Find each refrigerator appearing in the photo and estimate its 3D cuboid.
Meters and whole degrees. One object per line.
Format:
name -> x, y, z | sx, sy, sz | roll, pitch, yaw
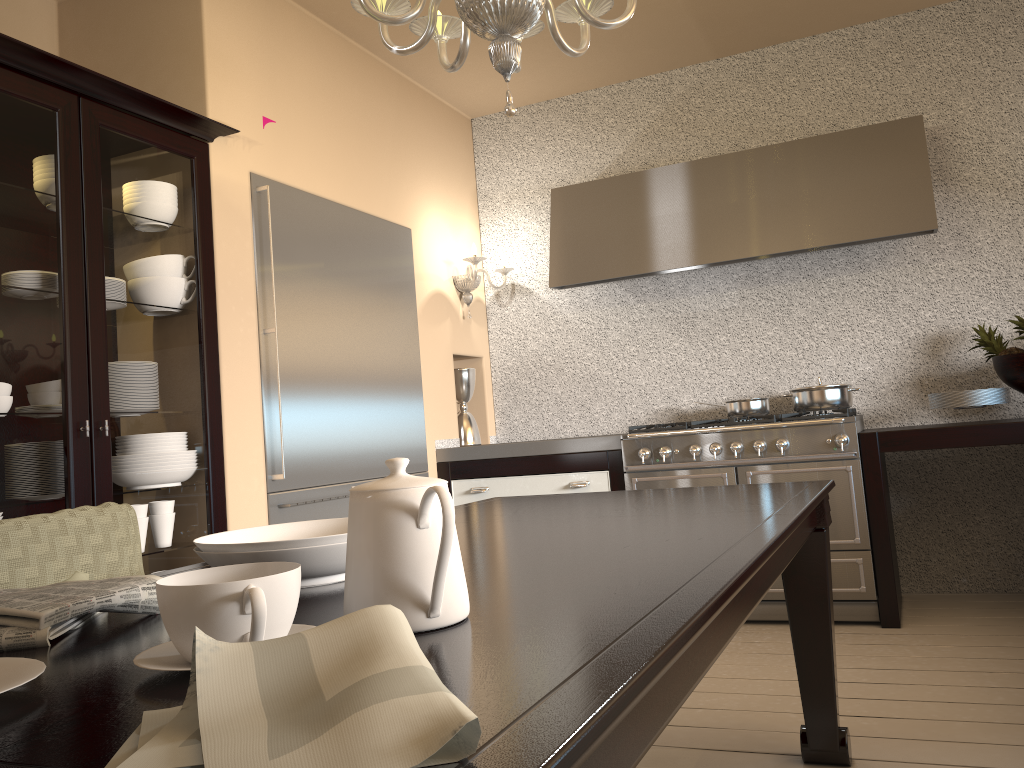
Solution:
refrigerator -> -0.909, 0.161, 3.665 | 0.740, 1.740, 1.101 | -7, -5, 24

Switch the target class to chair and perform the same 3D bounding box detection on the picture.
chair -> -0.721, 0.622, 1.528 | 0.560, 0.804, 0.563 | -7, -6, 30

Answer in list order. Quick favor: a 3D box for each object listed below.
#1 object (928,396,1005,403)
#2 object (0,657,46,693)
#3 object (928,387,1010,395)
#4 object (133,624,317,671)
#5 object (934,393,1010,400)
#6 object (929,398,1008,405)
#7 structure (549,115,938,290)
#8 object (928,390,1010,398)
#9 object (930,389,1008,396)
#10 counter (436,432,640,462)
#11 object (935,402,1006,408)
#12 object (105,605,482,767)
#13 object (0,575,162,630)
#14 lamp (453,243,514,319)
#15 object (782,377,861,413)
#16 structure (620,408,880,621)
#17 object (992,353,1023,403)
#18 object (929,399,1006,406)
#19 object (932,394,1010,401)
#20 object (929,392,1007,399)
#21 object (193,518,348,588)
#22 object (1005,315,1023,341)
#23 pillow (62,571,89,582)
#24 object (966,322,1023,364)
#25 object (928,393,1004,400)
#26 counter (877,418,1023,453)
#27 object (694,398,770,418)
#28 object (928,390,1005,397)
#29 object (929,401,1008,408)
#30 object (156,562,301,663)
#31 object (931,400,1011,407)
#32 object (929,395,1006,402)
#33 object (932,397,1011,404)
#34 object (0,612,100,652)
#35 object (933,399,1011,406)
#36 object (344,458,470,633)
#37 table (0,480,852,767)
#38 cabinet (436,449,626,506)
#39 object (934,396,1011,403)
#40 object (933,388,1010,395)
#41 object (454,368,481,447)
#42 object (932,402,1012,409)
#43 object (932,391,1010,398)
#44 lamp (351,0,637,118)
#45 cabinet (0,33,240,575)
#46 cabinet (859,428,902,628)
object -> 1.739, 0.063, 3.374 | 0.278, 0.011, 0.278 | -5, -3, 11
object -> -0.458, 0.237, 0.662 | 0.194, 0.014, 0.194 | -5, -3, 0
object -> 1.738, 0.031, 3.376 | 0.278, 0.011, 0.278 | -5, -3, 11
object -> -0.232, 0.224, 0.740 | 0.154, 0.012, 0.153 | -4, -4, -15
object -> 1.739, 0.054, 3.374 | 0.278, 0.011, 0.278 | -5, -3, 11
object -> 1.740, 0.071, 3.372 | 0.278, 0.011, 0.278 | -5, -3, 11
structure -> 1.001, -0.780, 4.057 | 1.659, 0.512, 0.479 | -6, -5, 24
object -> 1.738, 0.043, 3.375 | 0.278, 0.011, 0.278 | -5, -3, 11
object -> 1.737, 0.037, 3.376 | 0.278, 0.011, 0.278 | -5, -3, 11
counter -> 0.177, 0.296, 4.199 | 0.894, 0.062, 0.599 | -6, -4, 24
object -> 1.741, 0.085, 3.370 | 0.278, 0.011, 0.278 | -5, -3, 11
object -> -0.134, 0.177, 0.514 | 0.205, 0.063, 0.196 | -4, -4, -14
object -> -0.527, 0.247, 0.979 | 0.233, 0.051, 0.164 | -6, -4, 24
lamp -> -0.174, -0.505, 4.485 | 0.268, 0.342, 0.478 | -7, -5, 22
object -> 1.336, 0.042, 3.829 | 0.266, 0.146, 0.264 | -3, -4, -18
structure -> 1.017, 0.543, 3.752 | 0.927, 0.808, 0.704 | -7, -5, 24
object -> 2.049, -0.029, 3.395 | 0.351, 0.188, 0.350 | -5, -4, 7
object -> 1.740, 0.074, 3.371 | 0.278, 0.011, 0.278 | -5, -3, 11
object -> 1.740, 0.057, 3.375 | 0.278, 0.011, 0.278 | -5, -3, 11
object -> 1.739, 0.048, 3.374 | 0.278, 0.011, 0.278 | -5, -3, 11
object -> -0.277, 0.228, 1.191 | 0.281, 0.066, 0.281 | -6, -4, 18
object -> 2.006, -0.168, 3.384 | 0.160, 0.279, 0.268 | -5, -5, 6
pillow -> -0.818, 0.503, 1.603 | 0.191, 0.296, 0.439 | -7, -5, 23
object -> 1.953, -0.121, 3.535 | 0.138, 0.285, 0.277 | -3, -5, -20
object -> 1.738, 0.051, 3.373 | 0.278, 0.011, 0.278 | -5, -3, 11
counter -> 1.850, 0.189, 3.458 | 0.763, 0.079, 0.599 | -6, -4, 24
object -> 1.015, 0.108, 4.023 | 0.198, 0.090, 0.369 | -3, -4, -24
object -> 1.738, 0.040, 3.374 | 0.278, 0.011, 0.278 | -5, -3, 11
object -> 1.741, 0.082, 3.371 | 0.278, 0.011, 0.278 | -5, -3, 11
object -> -0.231, 0.193, 0.742 | 0.124, 0.070, 0.116 | -6, -4, 17
object -> 1.741, 0.079, 3.371 | 0.278, 0.011, 0.278 | -5, -3, 11
object -> 1.739, 0.059, 3.373 | 0.278, 0.011, 0.278 | -5, -3, 11
object -> 1.740, 0.068, 3.373 | 0.278, 0.011, 0.278 | -5, -3, 11
object -> -0.551, 0.261, 0.952 | 0.164, 0.027, 0.231 | -4, -4, -11
object -> 1.741, 0.076, 3.372 | 0.278, 0.011, 0.278 | -5, -3, 11
object -> -0.109, 0.149, 0.848 | 0.197, 0.156, 0.118 | -7, -5, 30
table -> -0.010, 0.581, 1.404 | 0.917, 0.656, 1.988 | -6, -4, 24
cabinet -> 0.203, 0.688, 4.148 | 0.894, 0.727, 0.636 | -6, -5, 24
object -> 1.740, 0.065, 3.373 | 0.278, 0.011, 0.278 | -5, -3, 11
object -> 1.738, 0.035, 3.376 | 0.278, 0.011, 0.278 | -5, -3, 11
object -> -0.249, 0.121, 4.537 | 0.155, 0.395, 0.154 | -6, -5, 12
object -> 1.742, 0.087, 3.371 | 0.278, 0.011, 0.278 | -5, -3, 11
object -> 1.739, 0.046, 3.375 | 0.278, 0.011, 0.278 | -5, -3, 11
lamp -> -0.047, -1.105, 1.865 | 0.673, 1.132, 0.701 | -9, -7, 42
cabinet -> -1.751, 0.078, 1.954 | 0.886, 1.846, 2.485 | -7, -5, 24
cabinet -> 1.876, 0.510, 3.427 | 0.894, 0.727, 0.599 | -6, -5, 24
